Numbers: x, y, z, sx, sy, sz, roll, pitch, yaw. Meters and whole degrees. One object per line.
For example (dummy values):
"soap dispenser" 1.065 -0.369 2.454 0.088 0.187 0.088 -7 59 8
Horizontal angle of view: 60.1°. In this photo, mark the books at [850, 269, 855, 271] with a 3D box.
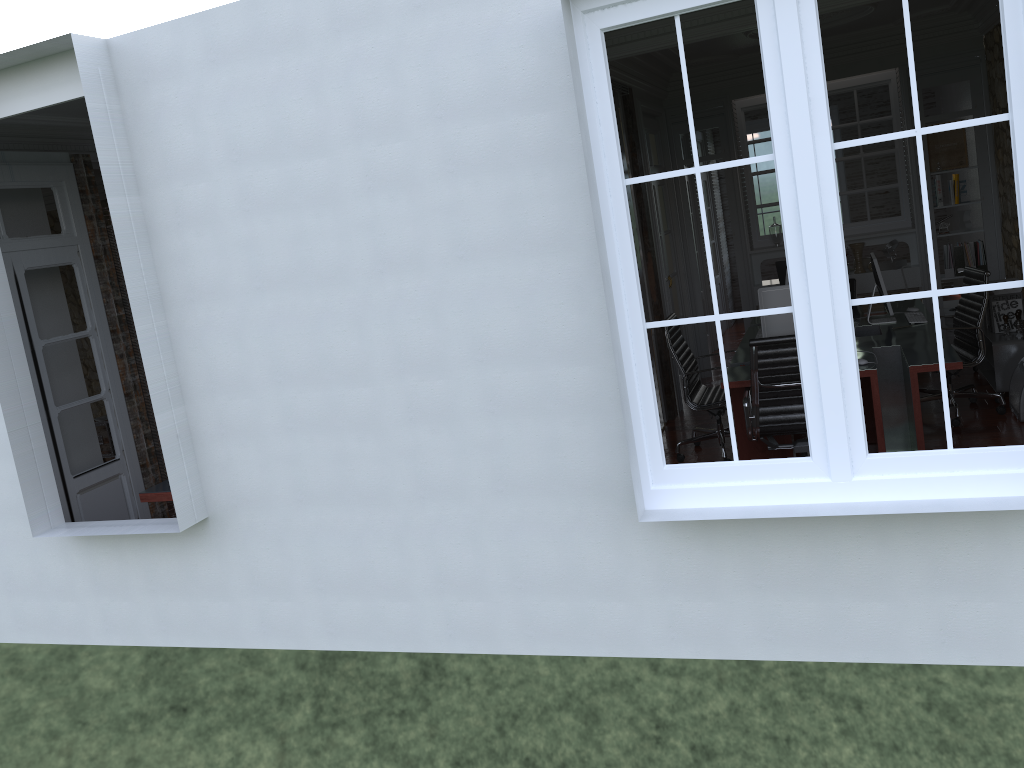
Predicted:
"books" 3.234 -1.113 8.742 0.181 0.011 0.247 -12 11 -14

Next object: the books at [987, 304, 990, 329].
"books" 3.752 -0.593 6.723 0.258 0.352 0.050 -6 8 21

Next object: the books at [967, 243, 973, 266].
"books" 4.202 -1.155 8.112 0.042 0.279 0.196 -6 9 27

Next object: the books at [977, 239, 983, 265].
"books" 4.285 -1.172 8.106 0.030 0.288 0.182 -6 9 25

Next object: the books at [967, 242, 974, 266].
"books" 4.212 -1.153 8.109 0.045 0.285 0.196 -6 9 27

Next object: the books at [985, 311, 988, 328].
"books" 3.794 -0.598 6.824 0.265 0.312 0.025 -6 8 21

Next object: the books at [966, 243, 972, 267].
"books" 4.194 -1.158 8.118 0.045 0.285 0.196 -6 9 27

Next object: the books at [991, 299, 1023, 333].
"books" 3.710 -0.508 6.622 0.197 0.238 0.059 -6 8 21

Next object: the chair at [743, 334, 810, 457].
"chair" 1.655 0.169 5.162 0.664 1.016 0.706 -5 9 25

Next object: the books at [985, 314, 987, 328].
"books" 3.796 -0.614 6.855 0.249 0.331 0.061 -6 8 21

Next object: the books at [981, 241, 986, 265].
"books" 4.308 -1.167 8.088 0.023 0.280 0.196 -6 9 25

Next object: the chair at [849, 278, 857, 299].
"chair" 2.674 -0.401 7.619 0.606 0.913 0.475 -16 10 -38

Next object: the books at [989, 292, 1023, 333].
"books" 3.719 -0.537 6.651 0.221 0.281 0.061 -6 8 21

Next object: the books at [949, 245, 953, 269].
"books" 4.067 -1.149 8.187 0.022 0.286 0.196 -5 9 29

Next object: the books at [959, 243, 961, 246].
"books" 4.127 -1.149 8.142 0.030 0.281 0.182 -6 9 26

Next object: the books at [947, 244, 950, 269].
"books" 4.045 -1.154 8.206 0.038 0.294 0.182 -5 9 29

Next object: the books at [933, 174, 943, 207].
"books" 3.927 -1.784 8.160 0.042 0.284 0.218 -7 9 21

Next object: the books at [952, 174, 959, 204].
"books" 4.052 -1.782 8.087 0.055 0.266 0.194 -6 9 21

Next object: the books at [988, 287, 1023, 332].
"books" 3.740 -0.581 6.671 0.271 0.352 0.063 -6 8 21

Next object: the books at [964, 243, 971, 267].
"books" 4.186 -1.163 8.127 0.045 0.280 0.182 -6 9 27

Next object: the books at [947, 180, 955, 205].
"books" 4.019 -1.757 8.105 0.026 0.222 0.163 -7 9 21

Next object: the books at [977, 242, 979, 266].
"books" 4.266 -1.161 8.106 0.024 0.275 0.196 -6 9 25

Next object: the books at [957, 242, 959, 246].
"books" 4.106 -1.151 8.155 0.039 0.286 0.196 -6 9 26

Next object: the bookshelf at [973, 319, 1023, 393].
"bookshelf" 3.863 -0.227 6.894 0.435 0.456 1.206 -6 11 21

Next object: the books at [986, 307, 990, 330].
"books" 3.739 -0.555 6.785 0.182 0.260 0.057 -6 8 21

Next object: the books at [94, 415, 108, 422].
"books" -4.350 0.353 9.443 0.305 0.028 0.226 0 14 41

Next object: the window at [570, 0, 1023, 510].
"window" 1.068 -0.547 3.146 1.524 1.971 0.128 -6 8 21

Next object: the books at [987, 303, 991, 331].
"books" 3.748 -0.587 6.700 0.258 0.350 0.071 -6 8 21

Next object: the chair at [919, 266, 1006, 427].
"chair" 3.066 -0.275 6.308 0.698 1.016 0.672 -7 9 17

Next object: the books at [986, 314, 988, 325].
"books" 3.788 -0.588 6.804 0.258 0.303 0.041 -6 8 21

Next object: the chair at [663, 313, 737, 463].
"chair" 1.448 0.001 6.251 0.698 1.016 0.671 -7 9 15

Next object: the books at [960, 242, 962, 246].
"books" 4.139 -1.153 8.139 0.009 0.286 0.196 -6 9 26

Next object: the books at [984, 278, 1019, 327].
"books" 3.818 -0.637 6.910 0.258 0.348 0.065 -6 8 21

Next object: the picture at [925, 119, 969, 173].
"picture" 3.938 -2.153 8.017 0.325 0.432 0.009 -6 8 21

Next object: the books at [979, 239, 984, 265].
"books" 4.294 -1.170 8.094 0.013 0.286 0.196 -6 9 25
